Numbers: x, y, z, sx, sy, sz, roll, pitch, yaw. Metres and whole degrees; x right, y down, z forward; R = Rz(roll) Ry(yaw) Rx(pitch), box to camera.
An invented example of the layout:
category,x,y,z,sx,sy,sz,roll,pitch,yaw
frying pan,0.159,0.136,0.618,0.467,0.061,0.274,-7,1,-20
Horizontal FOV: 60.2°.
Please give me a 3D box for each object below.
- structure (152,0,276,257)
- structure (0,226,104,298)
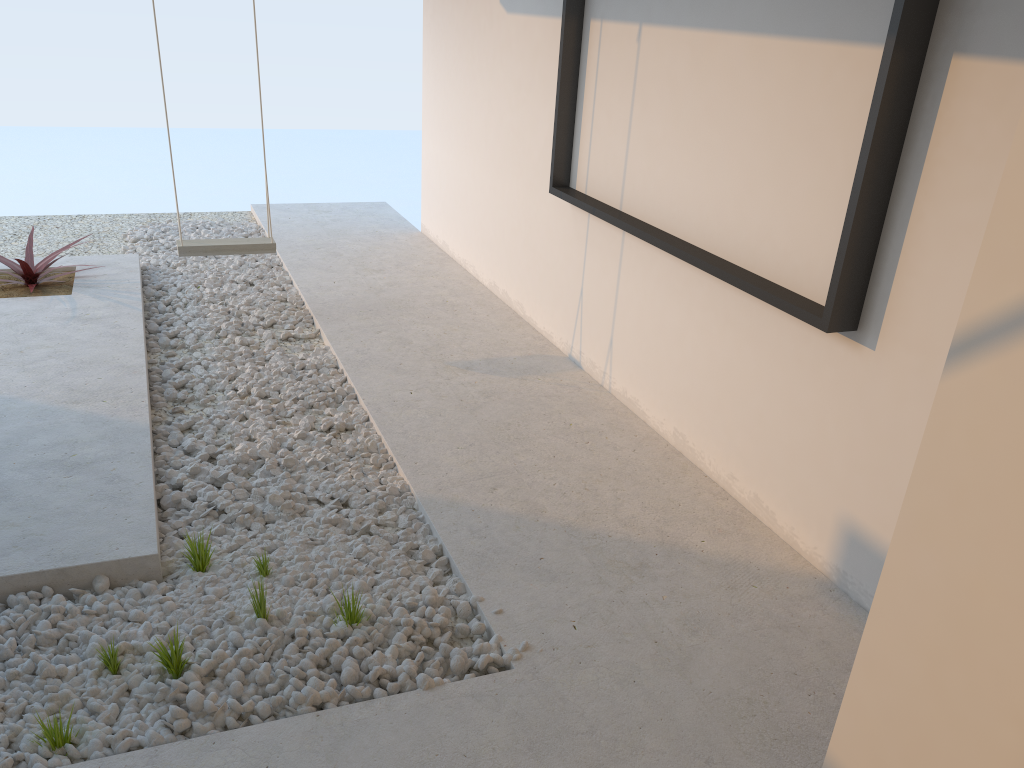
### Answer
category,x,y,z,sx,sy,sz,roll,pitch,yaw
structure,-1.364,-1.510,3.966,0.460,1.939,0.124,-7,28,-20
structure,-2.771,-0.587,4.588,1.199,0.303,0.721,-6,26,-21
